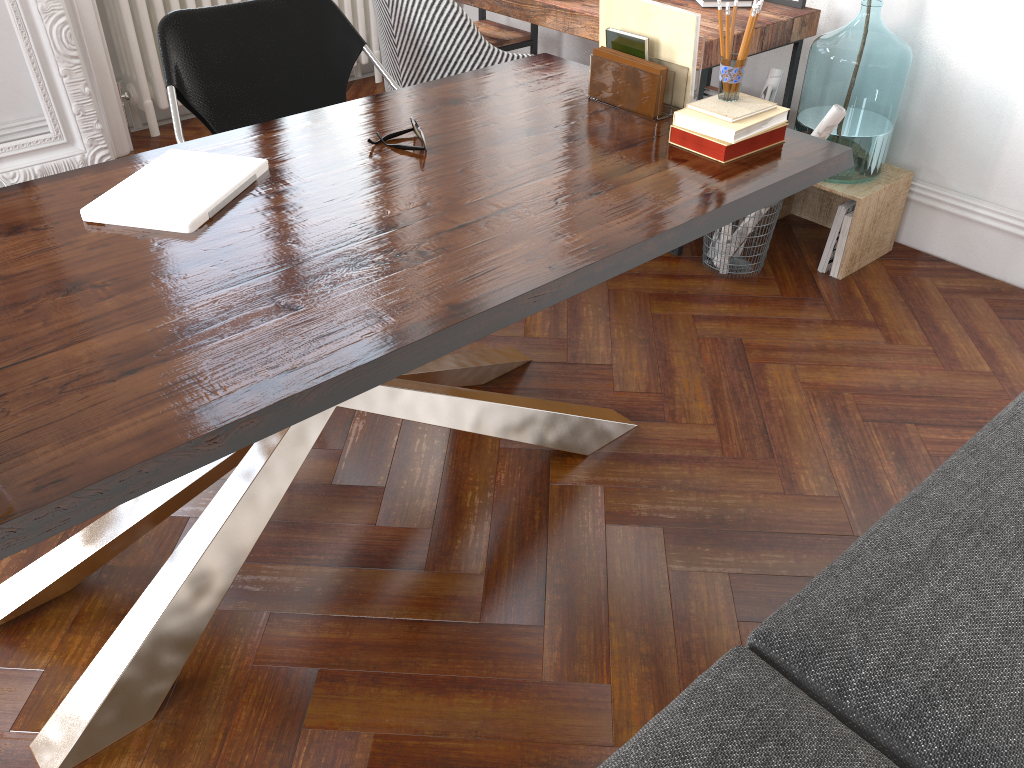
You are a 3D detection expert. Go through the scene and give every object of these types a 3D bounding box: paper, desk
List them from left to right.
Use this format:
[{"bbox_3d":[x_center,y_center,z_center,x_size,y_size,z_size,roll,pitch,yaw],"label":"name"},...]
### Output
[{"bbox_3d":[-0.406,-0.012,1.899,2.216,0.759,1.024,-27,44,-33],"label":"desk"},{"bbox_3d":[0.217,-1.239,3.619,0.644,0.766,1.787,-28,44,-33],"label":"desk"},{"bbox_3d":[0.717,-0.577,2.943,0.073,0.484,0.032,-3,36,-4],"label":"paper"},{"bbox_3d":[0.790,-0.733,3.031,0.047,0.632,0.292,28,44,32],"label":"paper"},{"bbox_3d":[0.848,-0.616,3.070,0.126,0.392,0.025,-11,38,-16],"label":"paper"},{"bbox_3d":[0.852,-0.621,2.876,0.329,0.616,0.046,18,40,22],"label":"paper"}]

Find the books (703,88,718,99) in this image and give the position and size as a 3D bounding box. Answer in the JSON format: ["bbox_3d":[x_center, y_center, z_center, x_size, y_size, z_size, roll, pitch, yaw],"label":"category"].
[{"bbox_3d":[0.610,-0.976,3.095,0.307,0.038,0.224,-27,44,-33],"label":"books"}]

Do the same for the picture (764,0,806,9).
[{"bbox_3d":[0.905,-1.499,3.012,0.022,0.373,0.281,-28,45,-33],"label":"picture"}]

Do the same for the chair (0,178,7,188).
[{"bbox_3d":[-1.427,-0.157,1.987,0.749,0.882,0.741,-27,44,-33],"label":"chair"}]

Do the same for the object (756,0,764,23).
[{"bbox_3d":[0.514,-0.741,1.940,0.044,0.196,0.008,-6,37,-9],"label":"object"}]

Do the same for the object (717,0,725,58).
[{"bbox_3d":[0.461,-0.740,1.940,0.049,0.195,0.008,11,37,14],"label":"object"}]

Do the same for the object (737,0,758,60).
[{"bbox_3d":[0.508,-0.747,1.947,0.038,0.197,0.008,-9,37,-12],"label":"object"}]

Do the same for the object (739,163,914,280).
[{"bbox_3d":[1.110,-0.629,3.179,0.339,0.320,0.432,-27,44,-33],"label":"object"}]

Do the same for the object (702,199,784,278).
[{"bbox_3d":[0.777,-0.528,3.049,0.260,0.308,0.258,8,37,10],"label":"object"}]

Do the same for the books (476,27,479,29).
[{"bbox_3d":[-0.294,-1.561,3.894,0.190,0.023,0.238,-28,44,-33],"label":"books"}]

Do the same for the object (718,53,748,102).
[{"bbox_3d":[0.488,-0.681,1.973,0.058,0.092,0.058,23,42,28],"label":"object"}]

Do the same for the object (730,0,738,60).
[{"bbox_3d":[0.483,-0.752,1.953,0.008,0.197,0.032,2,36,2],"label":"object"}]

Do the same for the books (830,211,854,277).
[{"bbox_3d":[1.165,-0.493,3.039,0.169,0.234,0.012,-27,44,-32],"label":"books"}]

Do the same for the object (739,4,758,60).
[{"bbox_3d":[0.500,-0.720,1.913,0.008,0.195,0.049,-11,38,-15],"label":"object"}]

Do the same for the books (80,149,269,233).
[{"bbox_3d":[-0.654,-0.386,1.751,0.231,0.026,0.322,8,37,11],"label":"books"}]

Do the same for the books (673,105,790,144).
[{"bbox_3d":[0.488,-0.595,1.972,0.206,0.029,0.163,-29,45,-34],"label":"books"}]

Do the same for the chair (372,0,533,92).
[{"bbox_3d":[-0.213,-1.066,3.248,0.713,0.909,0.544,27,44,32],"label":"chair"}]

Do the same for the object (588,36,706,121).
[{"bbox_3d":[0.324,-0.769,2.162,0.149,0.168,0.227,-27,44,-33],"label":"object"}]

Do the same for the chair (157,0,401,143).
[{"bbox_3d":[-0.548,-0.605,2.617,0.749,0.882,0.741,-27,44,-33],"label":"chair"}]

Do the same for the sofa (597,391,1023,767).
[{"bbox_3d":[0.768,0.648,1.009,2.633,0.837,1.254,-27,44,-33],"label":"sofa"}]

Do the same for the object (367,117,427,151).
[{"bbox_3d":[-0.241,-0.559,1.971,0.132,0.048,0.113,7,36,9],"label":"object"}]

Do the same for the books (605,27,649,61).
[{"bbox_3d":[0.285,-0.785,2.185,0.040,0.159,0.128,-28,45,-33],"label":"books"}]

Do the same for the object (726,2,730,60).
[{"bbox_3d":[0.467,-0.725,1.919,0.049,0.195,0.008,-24,43,-29],"label":"object"}]

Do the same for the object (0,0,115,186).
[{"bbox_3d":[-2.029,-1.211,3.276,0.826,1.073,0.232,-27,44,-32],"label":"object"}]

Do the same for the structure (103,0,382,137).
[{"bbox_3d":[-1.251,-1.706,4.306,1.446,0.786,0.224,-27,44,-33],"label":"structure"}]

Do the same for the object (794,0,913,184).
[{"bbox_3d":[1.286,-1.548,2.411,0.805,2.079,0.351,18,40,23],"label":"object"}]

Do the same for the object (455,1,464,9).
[{"bbox_3d":[-0.292,-1.627,3.871,0.173,0.111,0.171,-3,36,-4],"label":"object"}]

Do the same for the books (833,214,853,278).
[{"bbox_3d":[1.174,-0.487,3.031,0.169,0.234,0.012,-27,44,-32],"label":"books"}]

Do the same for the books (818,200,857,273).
[{"bbox_3d":[1.150,-0.519,3.054,0.187,0.260,0.054,-27,44,-32],"label":"books"}]

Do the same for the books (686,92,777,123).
[{"bbox_3d":[0.490,-0.620,1.974,0.158,0.008,0.127,-26,44,-32],"label":"books"}]

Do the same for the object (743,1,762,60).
[{"bbox_3d":[0.510,-0.727,1.920,0.008,0.197,0.036,-18,40,-24],"label":"object"}]

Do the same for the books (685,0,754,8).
[{"bbox_3d":[0.720,-1.338,3.081,0.213,0.031,0.128,-2,36,-4],"label":"books"}]

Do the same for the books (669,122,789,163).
[{"bbox_3d":[0.485,-0.562,1.985,0.215,0.040,0.158,-26,43,-31],"label":"books"}]

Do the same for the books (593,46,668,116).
[{"bbox_3d":[0.279,-0.731,2.148,0.028,0.126,0.220,-28,44,-33],"label":"books"}]

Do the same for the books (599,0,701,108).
[{"bbox_3d":[0.330,-0.820,2.176,0.042,0.242,0.308,-28,45,-33],"label":"books"}]
